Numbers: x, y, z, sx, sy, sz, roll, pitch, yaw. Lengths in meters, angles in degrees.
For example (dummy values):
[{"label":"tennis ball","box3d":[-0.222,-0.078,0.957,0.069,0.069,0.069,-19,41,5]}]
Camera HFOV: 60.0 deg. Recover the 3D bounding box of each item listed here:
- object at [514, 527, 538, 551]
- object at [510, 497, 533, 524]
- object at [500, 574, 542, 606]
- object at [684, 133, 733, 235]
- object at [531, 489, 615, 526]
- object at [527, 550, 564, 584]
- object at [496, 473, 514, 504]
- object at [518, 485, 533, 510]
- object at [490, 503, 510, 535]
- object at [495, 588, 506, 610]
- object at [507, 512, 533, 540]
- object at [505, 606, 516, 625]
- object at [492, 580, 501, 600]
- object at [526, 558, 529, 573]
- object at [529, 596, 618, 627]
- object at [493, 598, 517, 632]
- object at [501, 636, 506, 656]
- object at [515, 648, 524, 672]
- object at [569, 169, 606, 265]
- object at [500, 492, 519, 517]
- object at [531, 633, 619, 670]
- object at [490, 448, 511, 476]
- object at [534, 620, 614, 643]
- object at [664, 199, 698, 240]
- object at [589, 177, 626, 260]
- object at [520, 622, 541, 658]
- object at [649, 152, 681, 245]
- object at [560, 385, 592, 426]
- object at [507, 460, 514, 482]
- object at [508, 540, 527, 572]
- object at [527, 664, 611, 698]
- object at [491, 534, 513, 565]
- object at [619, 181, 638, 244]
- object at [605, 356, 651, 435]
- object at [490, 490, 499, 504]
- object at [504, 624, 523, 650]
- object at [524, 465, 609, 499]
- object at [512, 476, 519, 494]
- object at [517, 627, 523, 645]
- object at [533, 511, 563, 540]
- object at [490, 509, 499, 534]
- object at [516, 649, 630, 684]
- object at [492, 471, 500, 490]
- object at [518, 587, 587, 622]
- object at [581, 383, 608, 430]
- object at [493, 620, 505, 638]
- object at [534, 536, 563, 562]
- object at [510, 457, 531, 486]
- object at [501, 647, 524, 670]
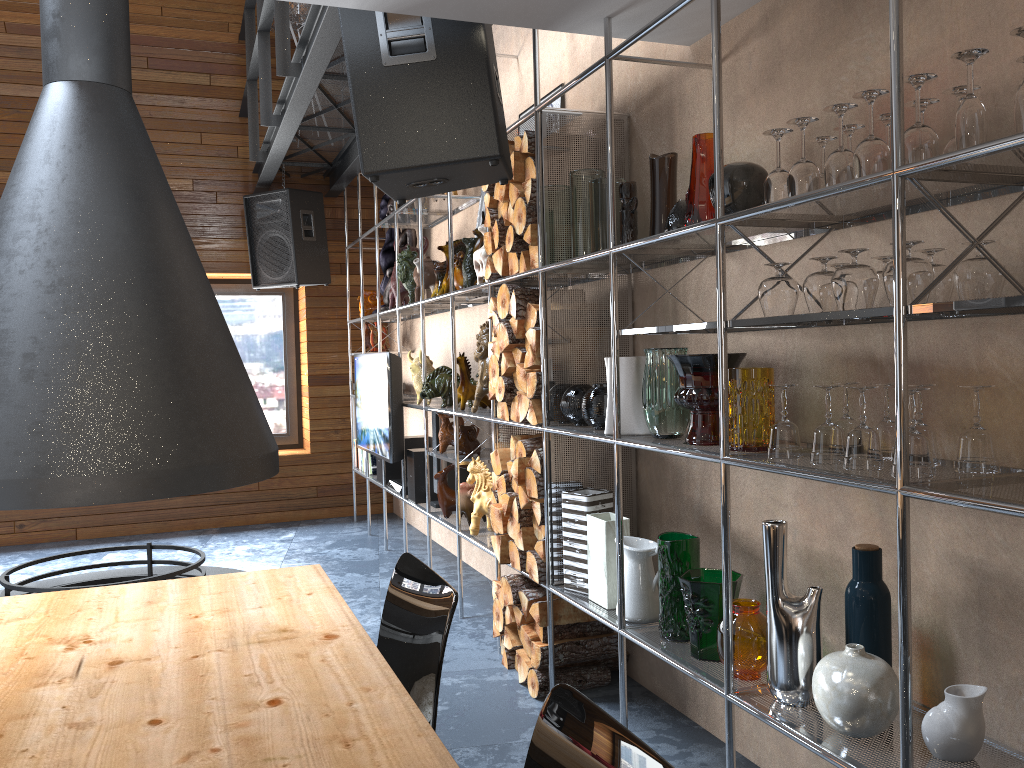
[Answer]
[{"label":"object","box3d":[0.177,0.584,3.441,0.330,0.098,0.103,-2,2,-23]},{"label":"object","box3d":[0.163,0.481,3.470,0.331,0.110,0.101,-2,2,-18]},{"label":"object","box3d":[0.127,0.809,3.524,0.321,0.128,0.164,-2,2,-21]},{"label":"object","box3d":[0.519,-0.531,2.355,0.127,0.255,0.126,-1,2,23]},{"label":"object","box3d":[0.229,0.455,3.307,0.310,0.121,0.111,-2,2,-21]},{"label":"object","box3d":[0.210,0.666,3.318,0.287,0.112,0.126,-2,2,-21]},{"label":"object","box3d":[0.088,0.410,3.629,0.290,0.153,0.112,-2,2,-23]},{"label":"object","box3d":[0.199,0.424,3.389,0.329,0.107,0.128,-2,2,-20]},{"label":"object","box3d":[0.104,0.529,3.630,0.374,0.131,0.115,-2,2,-25]},{"label":"object","box3d":[0.104,0.849,3.643,0.329,0.107,0.128,-2,2,-20]},{"label":"object","box3d":[0.133,0.545,3.517,0.288,0.118,0.147,-2,2,-24]},{"label":"object","box3d":[0.143,0.909,3.565,0.331,0.110,0.101,-2,2,-18]},{"label":"object","box3d":[0.076,0.876,3.726,0.310,0.121,0.111,-2,2,-21]},{"label":"object","box3d":[0.206,0.674,3.412,0.303,0.095,0.087,-2,2,-20]},{"label":"object","box3d":[0.233,0.836,3.314,0.331,0.105,0.105,-2,2,-24]},{"label":"object","box3d":[0.075,0.941,3.672,0.286,0.143,0.143,-2,2,-21]},{"label":"object","box3d":[0.106,1.087,3.726,0.287,0.112,0.126,-2,2,-21]},{"label":"object","box3d":[0.170,1.087,3.538,0.299,0.114,0.135,-2,2,-22]},{"label":"object","box3d":[0.263,-0.574,3.067,0.122,0.313,0.122,-2,2,0]},{"label":"object","box3d":[0.120,0.467,3.540,0.330,0.098,0.107,-2,2,-24]},{"label":"object","box3d":[0.237,0.996,3.313,0.321,0.109,0.110,-2,2,-20]},{"label":"object","box3d":[0.074,0.314,3.666,0.299,0.119,0.151,-2,2,-18]},{"label":"object","box3d":[0.235,0.888,3.354,0.288,0.135,0.109,-2,2,-16]},{"label":"object","box3d":[0.478,-0.461,2.474,0.108,0.109,0.109,-1,2,6]},{"label":"object","box3d":[0.316,-0.542,2.916,0.113,0.253,0.112,-2,2,-20]},{"label":"object","box3d":[0.197,0.960,3.418,0.329,0.135,0.095,-2,2,-24]},{"label":"object","box3d":[0.440,-0.542,2.572,0.092,0.268,0.092,-1,2,2]},{"label":"object","box3d":[0.247,0.076,3.146,0.150,0.146,0.148,-3,2,-41]},{"label":"object","box3d":[0.135,0.342,3.571,0.303,0.090,0.098,-2,2,-21]},{"label":"object","box3d":[0.146,0.660,3.507,0.299,0.114,0.135,-2,2,-22]},{"label":"object","box3d":[0.215,1.097,3.313,0.312,0.110,0.103,-2,2,-24]},{"label":"object","box3d":[0.107,0.652,3.627,0.362,0.131,0.154,-2,2,-20]},{"label":"object","box3d":[0.363,-0.519,2.756,0.058,0.215,0.077,-1,2,6]},{"label":"object","box3d":[0.383,0.034,2.809,0.175,0.241,0.165,-1,2,15]},{"label":"object","box3d":[0.074,0.465,3.709,0.331,0.110,0.107,-2,2,-22]},{"label":"object","box3d":[0.135,1.010,3.599,0.330,0.098,0.103,-2,2,-23]},{"label":"object","box3d":[0.206,0.356,3.312,0.299,0.114,0.135,-2,2,-22]},{"label":"object","box3d":[0.173,0.379,3.505,0.321,0.128,0.164,-2,2,-21]},{"label":"object","box3d":[0.177,0.973,3.522,0.288,0.118,0.147,-2,2,-24]},{"label":"object","box3d":[0.233,0.516,3.364,0.286,0.143,0.143,-2,2,-21]},{"label":"object","box3d":[0.073,0.559,3.726,0.321,0.109,0.110,-2,2,-20]},{"label":"object","box3d":[0.239,1.084,3.429,0.428,0.131,0.154,-2,2,-20]},{"label":"object","box3d":[0.072,0.412,3.729,0.308,0.120,0.097,-2,2,-25]},{"label":"object","box3d":[0.183,0.832,3.433,0.309,0.131,0.099,-2,2,-24]},{"label":"object","box3d":[0.308,0.075,2.981,0.151,0.154,0.151,-2,2,-17]},{"label":"object","box3d":[0.074,1.019,3.736,0.303,0.088,0.095,-2,2,-22]},{"label":"object","box3d":[0.238,0.597,3.305,0.303,0.088,0.095,-2,2,-22]},{"label":"object","box3d":[0.175,0.324,3.409,0.362,0.115,0.098,-2,2,-21]},{"label":"object","box3d":[0.111,1.100,3.634,0.303,0.095,0.087,-2,2,-20]}]
